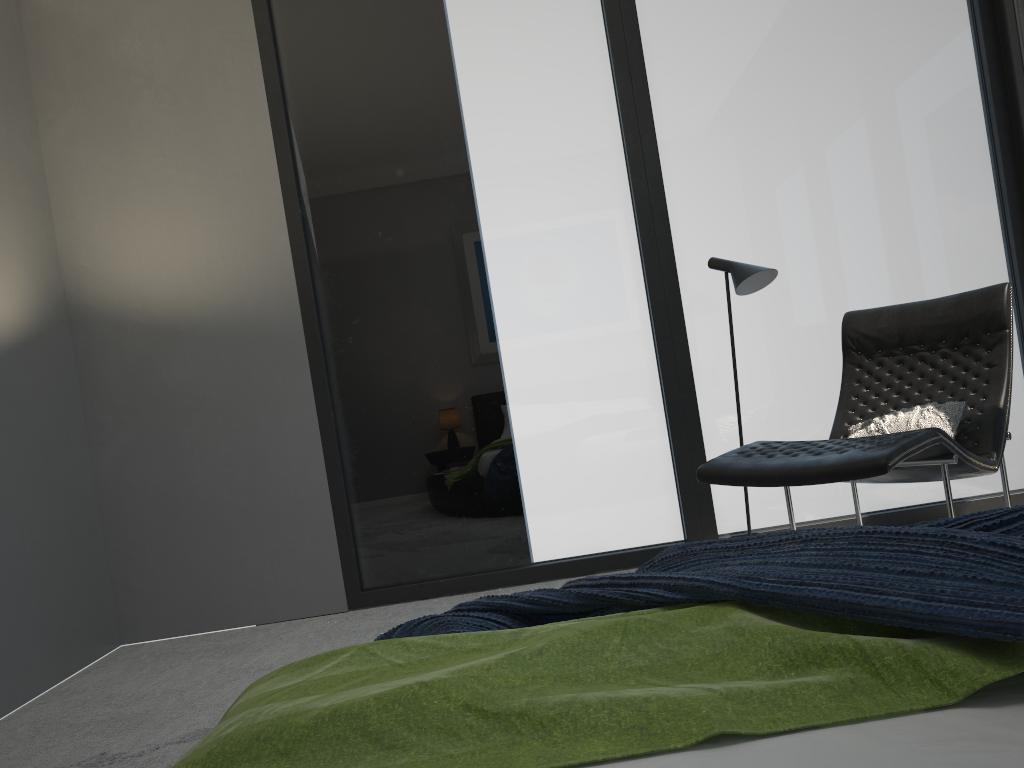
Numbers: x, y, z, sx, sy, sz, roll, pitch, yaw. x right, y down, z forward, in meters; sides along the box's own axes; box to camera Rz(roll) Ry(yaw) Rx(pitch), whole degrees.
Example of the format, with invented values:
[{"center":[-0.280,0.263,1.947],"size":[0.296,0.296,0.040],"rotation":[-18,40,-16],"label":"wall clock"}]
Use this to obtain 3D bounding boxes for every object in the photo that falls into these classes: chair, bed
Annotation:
[{"center":[1.266,0.214,3.084],"size":[1.279,0.995,0.640],"rotation":[-9,0,-43],"label":"chair"},{"center":[0.382,0.351,0.695],"size":[2.755,0.934,2.617],"rotation":[-9,-1,2],"label":"bed"}]

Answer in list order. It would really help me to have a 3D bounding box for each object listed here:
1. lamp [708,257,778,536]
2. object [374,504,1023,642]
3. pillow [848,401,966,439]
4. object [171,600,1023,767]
[{"center":[0.984,0.107,3.580],"size":[0.201,1.300,0.384],"rotation":[-9,1,-35],"label":"lamp"},{"center":[0.583,0.461,1.263],"size":[2.158,0.568,0.684],"rotation":[-10,-1,44],"label":"object"},{"center":[1.361,0.195,3.172],"size":[0.442,0.199,0.312],"rotation":[-9,-1,43],"label":"pillow"},{"center":[0.412,0.428,1.170],"size":[2.302,0.342,0.646],"rotation":[-9,-1,1],"label":"object"}]
